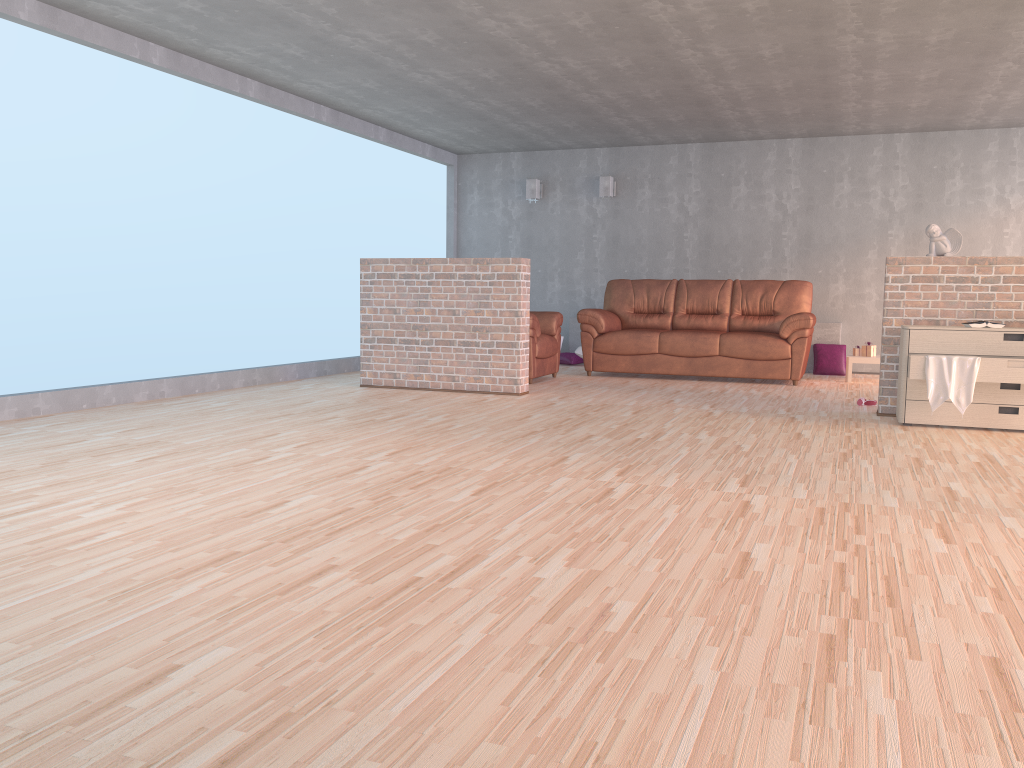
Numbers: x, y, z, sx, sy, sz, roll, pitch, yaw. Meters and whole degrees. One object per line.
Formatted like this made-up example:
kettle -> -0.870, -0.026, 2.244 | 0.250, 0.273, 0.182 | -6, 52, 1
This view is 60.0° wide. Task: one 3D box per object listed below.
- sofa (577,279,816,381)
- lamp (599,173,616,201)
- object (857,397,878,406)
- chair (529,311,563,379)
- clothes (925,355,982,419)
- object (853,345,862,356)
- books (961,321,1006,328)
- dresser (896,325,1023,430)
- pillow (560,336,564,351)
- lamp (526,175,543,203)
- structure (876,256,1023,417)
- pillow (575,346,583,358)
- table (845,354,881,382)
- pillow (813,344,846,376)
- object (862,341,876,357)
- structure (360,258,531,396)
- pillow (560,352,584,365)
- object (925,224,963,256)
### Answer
sofa -> 1.810, -0.572, 8.667 | 2.202, 0.923, 0.981 | 3, 6, 21
lamp -> 1.078, -2.235, 10.076 | 0.165, 0.319, 0.177 | 3, 6, 21
object -> 2.602, 0.130, 6.494 | 0.192, 0.066, 0.078 | -3, 7, -33
chair -> -0.093, -0.530, 8.216 | 0.936, 0.879, 0.970 | 3, 6, 20
clothes -> 2.564, 0.018, 5.169 | 0.325, 0.369, 0.097 | 3, 6, 22
object -> 3.364, -0.320, 8.545 | 0.152, 0.105, 0.080 | 0, 6, -10
books -> 2.877, -0.365, 5.414 | 0.209, 0.040, 0.146 | 2, 6, 11
dresser -> 3.208, -0.014, 5.227 | 1.686, 0.612, 0.605 | 3, 6, 21
pillow -> 0.416, -0.400, 10.335 | 0.327, 0.326, 0.241 | 3, 6, 25
lamp -> 0.252, -2.277, 10.388 | 0.165, 0.319, 0.168 | 3, 6, 21
structure -> 3.150, -0.287, 5.723 | 1.422, 1.057, 0.211 | 3, 6, 21
pillow -> 0.884, -0.322, 10.024 | 0.357, 0.205, 0.388 | 2, 6, 8
table -> 3.499, -0.144, 8.508 | 0.548, 0.241, 0.548 | 3, 6, 21
pillow -> 3.297, -0.250, 9.204 | 0.327, 0.326, 0.241 | 2, 6, 15
object -> 3.402, -0.334, 8.451 | 0.102, 0.147, 0.099 | -4, 7, -40
structure -> -0.556, -0.477, 7.143 | 1.422, 1.057, 0.211 | 3, 6, 21
pillow -> 0.638, -0.292, 10.095 | 0.392, 0.130, 0.365 | 6, 7, 41
object -> 2.814, -0.937, 5.788 | 0.216, 0.218, 0.131 | 3, 6, 20
